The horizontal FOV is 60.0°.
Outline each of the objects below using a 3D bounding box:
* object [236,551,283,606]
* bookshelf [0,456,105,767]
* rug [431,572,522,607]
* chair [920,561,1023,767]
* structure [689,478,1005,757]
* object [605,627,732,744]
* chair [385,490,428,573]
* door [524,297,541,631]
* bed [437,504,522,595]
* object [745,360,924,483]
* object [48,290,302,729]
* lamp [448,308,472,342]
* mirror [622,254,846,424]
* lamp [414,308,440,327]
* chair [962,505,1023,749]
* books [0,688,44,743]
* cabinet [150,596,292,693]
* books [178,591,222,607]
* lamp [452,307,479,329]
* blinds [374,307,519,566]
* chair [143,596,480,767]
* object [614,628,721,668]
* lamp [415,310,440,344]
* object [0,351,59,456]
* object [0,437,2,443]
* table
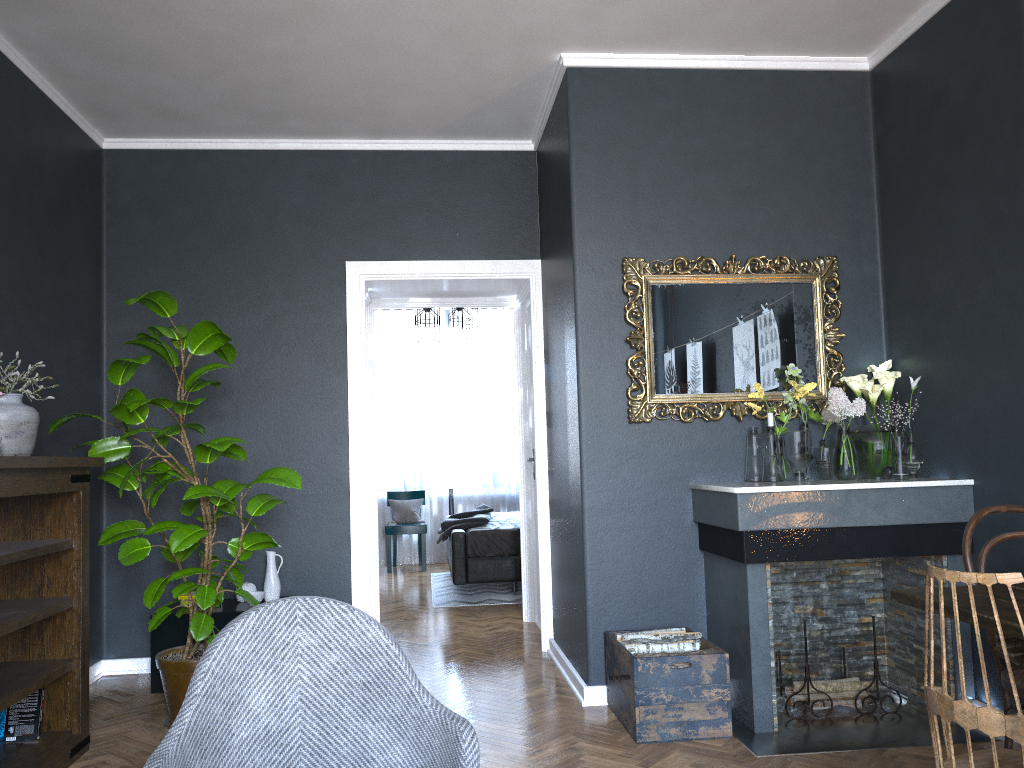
[{"bbox_3d":[-1.376,1.030,4.723,0.228,0.267,0.229,-4,-5,28],"label":"object"},{"bbox_3d":[-1.801,0.810,2.660,0.451,1.171,1.921,-1,-5,-6],"label":"bookshelf"},{"bbox_3d":[0.018,1.770,7.820,1.458,0.013,2.047,-1,-5,-6],"label":"rug"},{"bbox_3d":[1.118,0.821,1.928,0.384,0.855,0.456,0,-4,-21],"label":"chair"},{"bbox_3d":[1.364,0.905,3.726,1.065,0.980,0.835,-1,-4,-6],"label":"structure"},{"bbox_3d":[0.637,1.243,3.711,0.383,0.326,0.553,-1,-5,-6],"label":"object"},{"bbox_3d":[-1.097,1.520,9.231,0.435,0.798,0.593,-1,-4,-6],"label":"chair"},{"bbox_3d":[0.203,0.488,5.675,0.162,2.184,0.858,-1,-4,-6],"label":"door"},{"bbox_3d":[0.508,1.184,7.943,2.375,1.160,2.268,-1,-5,-6],"label":"bed"},{"bbox_3d":[1.437,0.156,3.948,0.727,0.546,0.475,-2,-4,-3],"label":"object"},{"bbox_3d":[-1.507,0.552,3.983,1.118,1.897,0.764,-1,-4,-12],"label":"object"},{"bbox_3d":[-0.504,-0.792,8.495,0.210,0.746,0.210,-2,-4,8],"label":"lamp"},{"bbox_3d":[1.044,-0.216,4.144,1.056,0.783,0.067,-1,-4,-6],"label":"mirror"},{"bbox_3d":[-0.748,-0.866,7.774,0.210,0.713,0.210,-2,-4,8],"label":"lamp"},{"bbox_3d":[1.597,0.817,2.507,0.438,0.919,0.550,-2,-4,-3],"label":"chair"},{"bbox_3d":[-1.903,1.281,3.448,0.179,0.192,0.123,-2,-4,-2],"label":"books"},{"bbox_3d":[-1.492,1.358,4.655,0.650,0.390,0.457,-1,-4,-6],"label":"cabinet"},{"bbox_3d":[-1.643,1.137,4.688,0.214,0.066,0.162,-1,-5,-10],"label":"books"},{"bbox_3d":[-0.403,-0.865,7.515,0.210,0.768,0.210,-2,-4,8],"label":"lamp"},{"bbox_3d":[-0.614,0.547,9.763,3.992,2.786,0.313,-1,-4,-6],"label":"blinds"},{"bbox_3d":[-0.418,0.873,1.796,0.645,0.810,0.495,0,-5,-28],"label":"chair"},{"bbox_3d":[0.639,1.167,3.718,0.370,0.246,0.533,-1,-5,-6],"label":"object"},{"bbox_3d":[-0.782,-0.783,8.157,0.210,0.803,0.210,-2,-4,8],"label":"lamp"},{"bbox_3d":[-1.870,0.067,3.242,0.385,0.412,0.275,0,-5,-28],"label":"object"},{"bbox_3d":[-1.813,0.190,2.900,0.255,0.103,0.118,2,-6,-40],"label":"object"},{"bbox_3d":[1.683,0.842,1.666,1.126,0.727,1.606,-1,-5,-6],"label":"table"}]
